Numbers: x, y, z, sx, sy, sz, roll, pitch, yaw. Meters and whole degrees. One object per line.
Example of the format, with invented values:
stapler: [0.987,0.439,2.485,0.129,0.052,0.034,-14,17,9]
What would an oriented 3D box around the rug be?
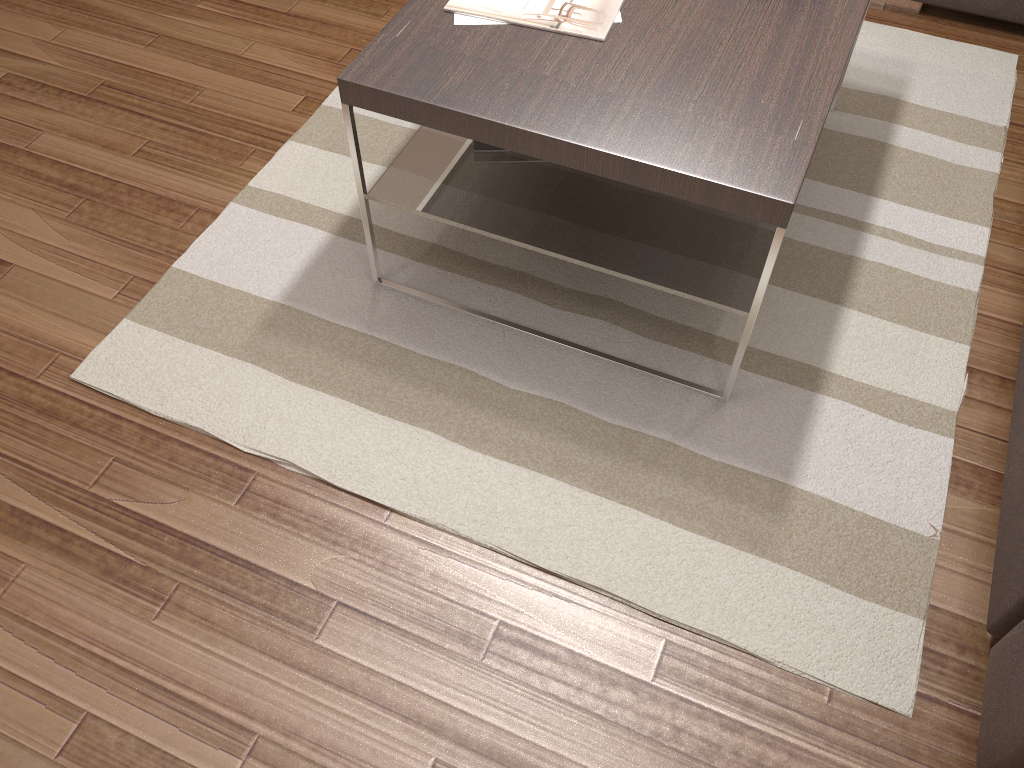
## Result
rug: [0.281,-0.498,2.289,1.791,0.024,2.122,19,56,14]

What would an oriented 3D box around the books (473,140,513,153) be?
books: [0.078,-0.608,2.017,0.332,0.008,0.241,-1,53,-1]

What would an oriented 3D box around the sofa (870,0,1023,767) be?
sofa: [1.697,-0.762,2.029,1.906,0.776,3.565,19,56,14]

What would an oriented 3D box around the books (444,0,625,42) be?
books: [0.060,-0.796,1.811,0.332,0.010,0.241,15,55,11]

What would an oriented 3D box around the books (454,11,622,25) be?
books: [0.048,-0.804,1.826,0.332,0.008,0.241,-1,53,-1]

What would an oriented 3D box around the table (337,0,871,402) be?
table: [0.289,-0.669,2.069,0.856,0.558,1.110,19,56,14]
